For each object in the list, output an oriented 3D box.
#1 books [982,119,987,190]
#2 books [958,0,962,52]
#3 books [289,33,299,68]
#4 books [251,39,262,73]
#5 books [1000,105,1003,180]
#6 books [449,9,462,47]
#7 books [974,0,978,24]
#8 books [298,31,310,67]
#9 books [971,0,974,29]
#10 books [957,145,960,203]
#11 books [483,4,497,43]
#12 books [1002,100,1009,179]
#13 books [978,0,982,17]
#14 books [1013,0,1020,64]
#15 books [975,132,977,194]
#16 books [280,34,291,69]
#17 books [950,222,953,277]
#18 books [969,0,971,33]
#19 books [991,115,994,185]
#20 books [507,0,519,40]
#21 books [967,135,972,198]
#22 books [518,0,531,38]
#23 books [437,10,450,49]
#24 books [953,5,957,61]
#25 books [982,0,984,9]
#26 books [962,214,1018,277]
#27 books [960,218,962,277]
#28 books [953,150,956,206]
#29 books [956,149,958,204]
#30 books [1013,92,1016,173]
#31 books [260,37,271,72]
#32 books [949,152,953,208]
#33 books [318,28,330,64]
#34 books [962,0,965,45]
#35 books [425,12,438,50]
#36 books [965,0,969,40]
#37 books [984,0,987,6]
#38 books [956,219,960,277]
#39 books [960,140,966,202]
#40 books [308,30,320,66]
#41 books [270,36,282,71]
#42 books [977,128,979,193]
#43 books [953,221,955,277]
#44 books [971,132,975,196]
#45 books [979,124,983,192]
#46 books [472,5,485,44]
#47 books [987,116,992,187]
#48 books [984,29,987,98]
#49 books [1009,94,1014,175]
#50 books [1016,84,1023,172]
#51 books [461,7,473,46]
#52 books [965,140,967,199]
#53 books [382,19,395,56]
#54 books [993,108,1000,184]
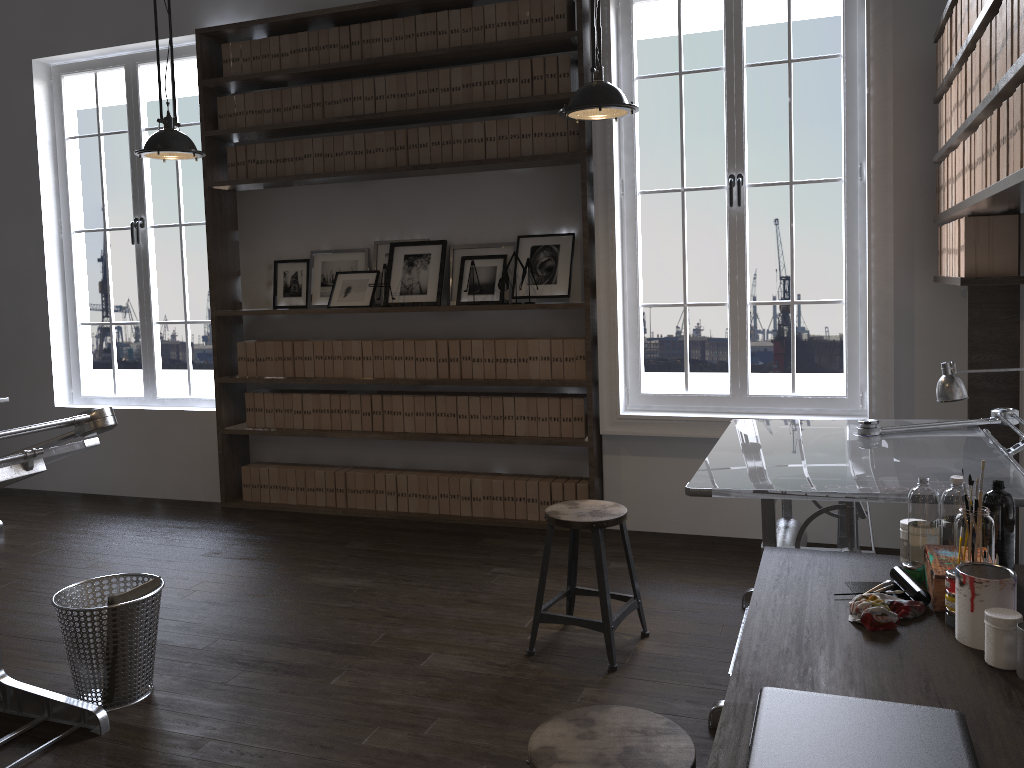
[{"bbox_3d":[1.553,-0.706,2.732,0.174,0.225,0.067,0,4,20],"label":"books"},{"bbox_3d":[1.749,-1.330,3.273,0.174,0.225,0.067,0,4,20],"label":"books"},{"bbox_3d":[-1.282,-2.008,5.415,0.067,0.225,0.175,0,5,20],"label":"books"},{"bbox_3d":[-1.540,-2.011,5.513,0.067,0.225,0.175,0,5,20],"label":"books"},{"bbox_3d":[1.464,-0.673,2.470,0.174,0.225,0.067,0,4,20],"label":"books"},{"bbox_3d":[-0.291,-1.997,5.049,0.067,0.225,0.175,0,5,20],"label":"books"},{"bbox_3d":[1.607,-1.280,2.888,0.174,0.225,0.067,0,4,20],"label":"books"},{"bbox_3d":[-1.221,-2.007,5.388,0.067,0.225,0.175,0,5,20],"label":"books"},{"bbox_3d":[1.634,-1.289,2.956,0.174,0.225,0.067,0,4,20],"label":"books"},{"bbox_3d":[1.786,-0.794,3.352,0.174,0.225,0.067,0,4,20],"label":"books"},{"bbox_3d":[-0.095,-1.995,4.975,0.067,0.225,0.175,0,5,20],"label":"books"},{"bbox_3d":[1.435,-0.664,2.405,0.174,0.225,0.067,0,4,20],"label":"books"},{"bbox_3d":[1.587,-1.272,2.821,0.174,0.225,0.067,0,4,20],"label":"books"},{"bbox_3d":[1.381,-0.921,2.257,0.174,0.225,0.067,0,4,20],"label":"books"},{"bbox_3d":[1.634,-0.732,2.931,0.174,0.225,0.067,0,4,20],"label":"books"},{"bbox_3d":[-1.342,-2.008,5.435,0.067,0.225,0.175,0,5,20],"label":"books"},{"bbox_3d":[1.862,-0.543,3.563,0.174,0.225,0.067,0,4,20],"label":"books"},{"bbox_3d":[1.657,-1.297,3.014,0.174,0.225,0.067,0,4,20],"label":"books"},{"bbox_3d":[1.515,-0.691,2.609,0.174,0.225,0.067,0,4,20],"label":"books"},{"bbox_3d":[0.034,-1.994,4.931,0.067,0.225,0.175,0,5,20],"label":"books"},{"bbox_3d":[1.676,-0.750,3.064,0.174,0.225,0.067,0,4,20],"label":"books"},{"bbox_3d":[0.095,-1.992,4.904,0.067,0.225,0.175,0,5,20],"label":"books"},{"bbox_3d":[-0.360,-1.997,5.071,0.067,0.225,0.175,0,5,20],"label":"books"},{"bbox_3d":[1.799,-1.348,3.410,0.174,0.225,0.067,0,4,20],"label":"books"},{"bbox_3d":[1.565,-1.263,2.755,0.174,0.225,0.067,0,4,20],"label":"books"},{"bbox_3d":[1.748,-0.502,3.241,0.174,0.225,0.067,0,4,20],"label":"books"},{"bbox_3d":[1.774,-0.510,3.306,0.174,0.225,0.067,0,4,20],"label":"books"},{"bbox_3d":[1.832,-0.811,3.483,0.174,0.225,0.067,0,4,20],"label":"books"},{"bbox_3d":[1.812,-0.802,3.416,0.174,0.225,0.067,0,4,20],"label":"books"},{"bbox_3d":[1.390,-0.647,2.271,0.174,0.225,0.067,0,4,20],"label":"books"},{"bbox_3d":[-1.475,-2.010,5.487,0.067,0.225,0.175,0,5,20],"label":"books"},{"bbox_3d":[1.854,-0.820,3.552,0.174,0.225,0.067,0,4,20],"label":"books"},{"bbox_3d":[-1.089,-2.006,5.346,0.067,0.225,0.175,0,5,20],"label":"books"},{"bbox_3d":[1.729,-1.322,3.206,0.174,0.225,0.067,0,4,20],"label":"books"},{"bbox_3d":[-0.428,-1.998,5.096,0.067,0.225,0.175,0,5,20],"label":"books"},{"bbox_3d":[1.676,-1.305,3.078,0.174,0.225,0.067,0,4,20],"label":"books"},{"bbox_3d":[1.537,-1.255,2.691,0.174,0.225,0.067,0,4,20],"label":"books"},{"bbox_3d":[1.791,-0.519,3.374,0.174,0.225,0.067,0,4,20],"label":"books"},{"bbox_3d":[1.734,-0.777,3.224,0.174,0.225,0.067,0,4,20],"label":"books"},{"bbox_3d":[-1.156,-2.007,5.370,0.067,0.225,0.175,0,5,20],"label":"books"},{"bbox_3d":[-1.410,-2.009,5.459,0.067,0.225,0.175,0,5,20],"label":"books"},{"bbox_3d":[1.606,-0.724,2.867,0.174,0.225,0.067,0,4,20],"label":"books"},{"bbox_3d":[1.839,-0.534,3.494,0.174,0.225,0.067,0,4,20],"label":"books"},{"bbox_3d":[1.656,-0.741,2.997,0.174,0.225,0.067,0,4,20],"label":"books"},{"bbox_3d":[1.578,-0.715,2.800,0.174,0.225,0.067,0,4,20],"label":"books"},{"bbox_3d":[-0.159,-1.996,5.003,0.067,0.225,0.175,0,5,20],"label":"books"},{"bbox_3d":[1.535,-0.699,2.672,0.174,0.225,0.067,0,4,20],"label":"books"},{"bbox_3d":[1.548,-0.980,2.716,0.174,0.225,0.067,0,4,20],"label":"books"},{"bbox_3d":[1.415,-0.655,2.337,0.174,0.225,0.067,0,4,20],"label":"books"},{"bbox_3d":[1.361,-0.639,2.210,0.174,0.225,0.067,0,4,20],"label":"books"},{"bbox_3d":[-0.224,-1.997,5.028,0.067,0.225,0.175,0,5,20],"label":"books"},{"bbox_3d":[1.706,-0.759,3.140,0.174,0.225,0.067,0,4,20],"label":"books"},{"bbox_3d":[-0.687,-2.001,5.195,0.067,0.225,0.175,0,5,20],"label":"books"},{"bbox_3d":[1.484,-0.682,2.542,0.174,0.225,0.067,0,4,20],"label":"books"}]
